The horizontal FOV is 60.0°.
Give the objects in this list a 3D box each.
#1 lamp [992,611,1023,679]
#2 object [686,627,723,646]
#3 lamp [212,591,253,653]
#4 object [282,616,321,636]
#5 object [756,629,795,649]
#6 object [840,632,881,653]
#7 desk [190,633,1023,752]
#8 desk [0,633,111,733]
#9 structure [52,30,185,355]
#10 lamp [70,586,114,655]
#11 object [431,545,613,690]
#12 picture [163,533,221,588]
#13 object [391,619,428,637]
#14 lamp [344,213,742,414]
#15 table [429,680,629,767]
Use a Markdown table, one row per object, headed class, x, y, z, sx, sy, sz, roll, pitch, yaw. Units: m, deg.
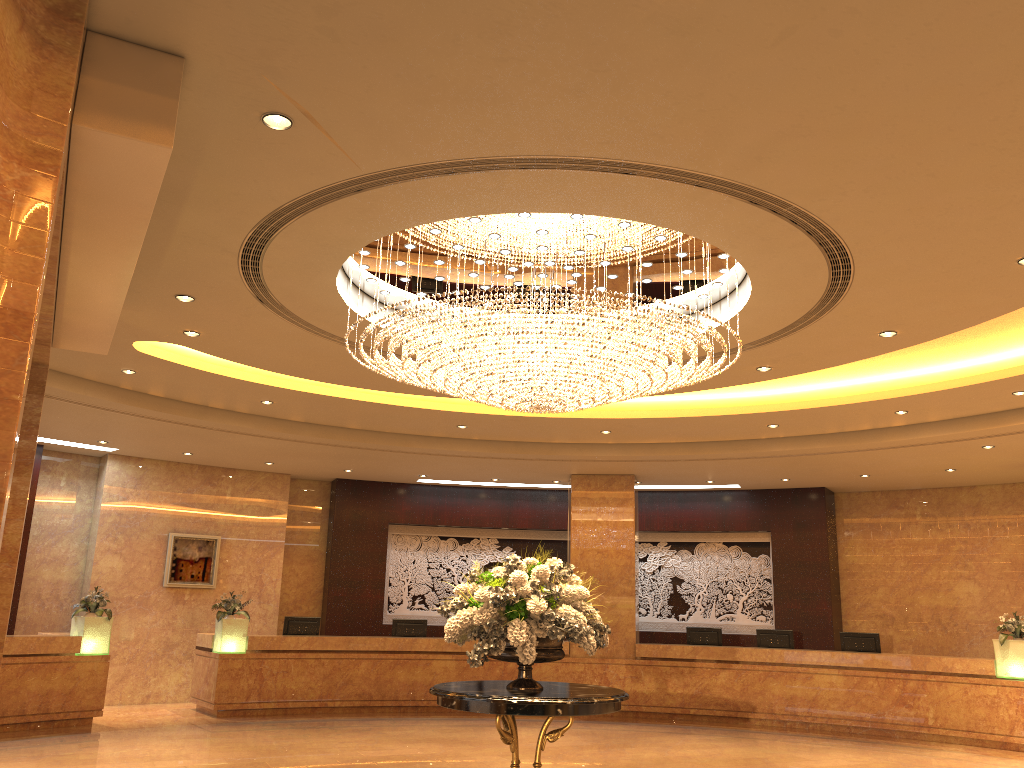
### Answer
| class | x | y | z | sx | sy | sz | roll | pitch | yaw |
| --- | --- | --- | --- | --- | --- | --- | --- | --- | --- |
| lamp | 6.975 | 3.573 | 12.175 | 0.606 | 0.897 | 0.532 | -11 | -19 | 40 |
| object | 3.248 | 4.363 | 14.968 | 0.430 | 0.500 | 0.531 | 10 | -16 | -30 |
| lamp | -4.310 | 3.634 | 13.583 | 0.577 | 0.925 | 0.542 | 8 | -16 | -25 |
| object | -3.440 | 4.054 | 14.472 | 0.531 | 0.500 | 0.430 | -1 | -14 | 9 |
| object | 4.321 | 4.286 | 14.548 | 0.430 | 0.500 | 0.531 | 8 | -16 | -24 |
| object | 5.470 | 4.157 | 13.913 | 0.430 | 0.500 | 0.531 | 7 | -15 | -19 |
| desk | 1.462 | 4.727 | 14.071 | 12.951 | 1.155 | 3.466 | 0 | -14 | 7 |
| desk | -7.237 | 3.569 | 10.435 | 1.570 | 1.155 | 5.227 | -6 | -16 | 26 |
| structure | -2.714 | -0.931 | 5.844 | 0.425 | 0.483 | 4.113 | 9 | -16 | -27 |
| lamp | -5.833 | 3.258 | 12.265 | 0.570 | 0.923 | 0.580 | 10 | -16 | -30 |
| object | 0.110 | 1.802 | 6.789 | 1.277 | 0.999 | 1.318 | 1 | -14 | 3 |
| picture | -5.475 | 3.033 | 15.214 | 0.875 | 0.890 | 0.068 | 12 | -17 | -35 |
| object | -1.750 | 4.258 | 15.094 | 0.531 | 0.500 | 0.430 | -4 | -15 | 22 |
| lamp | 0.250 | -0.370 | 7.350 | 3.206 | 1.196 | 3.204 | -1 | -14 | 9 |
| table | 0.113 | 2.809 | 6.516 | 1.493 | 1.089 | 1.493 | 11 | -17 | -33 |
